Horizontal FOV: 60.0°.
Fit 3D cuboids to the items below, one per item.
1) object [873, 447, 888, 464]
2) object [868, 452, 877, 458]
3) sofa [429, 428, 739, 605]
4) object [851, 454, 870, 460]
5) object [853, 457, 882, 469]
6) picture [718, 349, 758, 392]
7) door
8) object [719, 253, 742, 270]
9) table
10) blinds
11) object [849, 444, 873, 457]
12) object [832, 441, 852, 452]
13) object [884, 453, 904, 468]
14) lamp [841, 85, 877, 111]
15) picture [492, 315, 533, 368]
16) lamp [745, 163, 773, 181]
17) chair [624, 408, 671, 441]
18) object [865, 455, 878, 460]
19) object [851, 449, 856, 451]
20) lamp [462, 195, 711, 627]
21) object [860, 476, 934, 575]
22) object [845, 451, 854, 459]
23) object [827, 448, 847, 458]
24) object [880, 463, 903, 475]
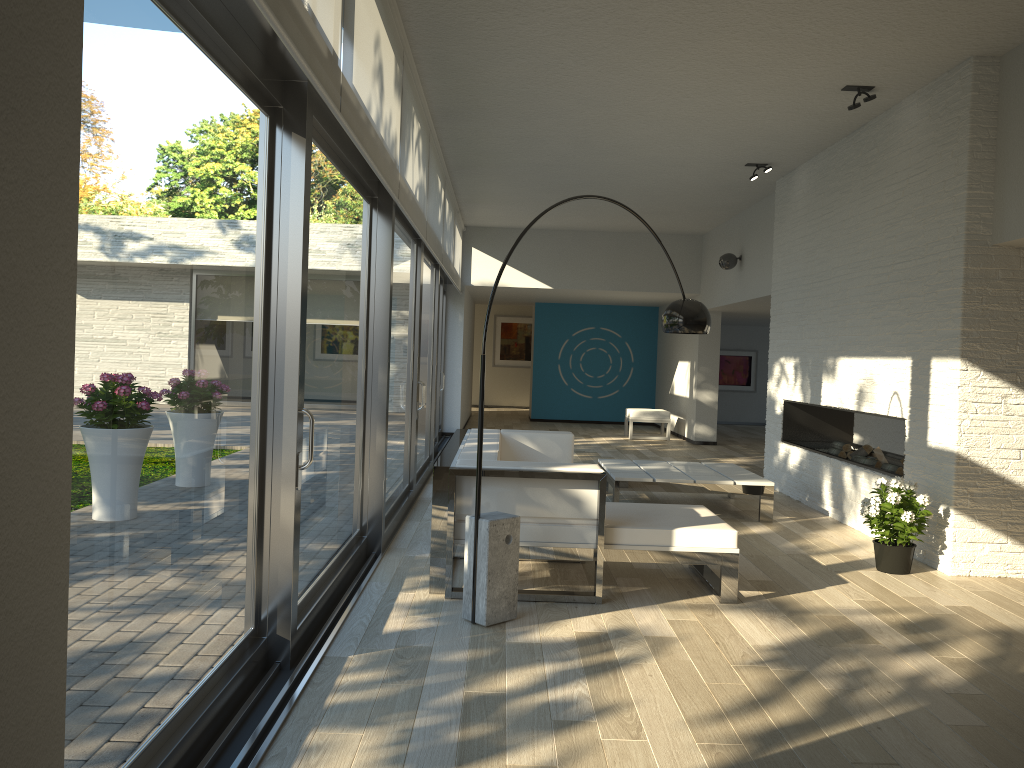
[{"bbox_3d":[2.921,0.583,6.997,0.064,0.165,0.225,2,2,-2],"label":"object"},{"bbox_3d":[2.947,0.582,7.199,0.064,0.060,0.229,2,2,0],"label":"object"},{"bbox_3d":[0.358,0.716,5.549,1.545,0.654,2.405,2,2,-1],"label":"sofa"},{"bbox_3d":[2.831,0.620,7.177,0.075,0.074,0.246,2,2,-2],"label":"object"},{"bbox_3d":[2.796,0.625,6.985,0.075,0.074,0.246,1,2,-22],"label":"object"},{"bbox_3d":[4.354,-0.263,17.451,0.958,0.828,0.017,2,1,-1],"label":"picture"},{"bbox_3d":[0.072,-0.098,8.980,19.440,2.373,22.955,2,2,-1],"label":"door"},{"bbox_3d":[2.662,-1.481,10.728,0.315,0.203,0.201,2,1,-1],"label":"object"},{"bbox_3d":[1.385,0.866,7.382,1.220,0.305,1.220,2,2,-1],"label":"table"},{"bbox_3d":[-0.671,-1.605,7.095,0.056,0.983,11.533,2,2,-1],"label":"blinds"},{"bbox_3d":[2.868,0.570,7.277,0.093,0.170,0.272,2,2,-2],"label":"object"},{"bbox_3d":[2.867,0.541,7.711,0.082,0.073,0.237,2,2,-2],"label":"object"},{"bbox_3d":[2.875,0.574,6.608,0.093,0.088,0.260,2,2,-2],"label":"object"},{"bbox_3d":[2.302,-1.878,5.868,0.234,0.153,0.135,2,1,-1],"label":"lamp"},{"bbox_3d":[0.258,-0.954,20.156,1.378,1.190,0.017,2,1,-1],"label":"picture"},{"bbox_3d":[2.280,-1.954,8.189,0.234,0.153,0.135,2,1,-1],"label":"lamp"},{"bbox_3d":[2.095,0.619,13.748,0.611,0.442,0.610,2,2,-1],"label":"chair"},{"bbox_3d":[2.904,0.623,7.165,0.076,0.076,0.236,2,2,-2],"label":"object"},{"bbox_3d":[2.978,0.608,7.713,0.082,0.073,0.237,2,2,-2],"label":"object"},{"bbox_3d":[0.492,0.060,4.545,0.283,2.023,1.753,3,2,42],"label":"lamp"},{"bbox_3d":[2.293,0.839,5.303,0.405,0.571,0.431,3,1,21],"label":"object"},{"bbox_3d":[2.899,0.606,7.702,0.076,0.076,0.236,2,2,-2],"label":"object"},{"bbox_3d":[2.825,0.603,7.714,0.075,0.074,0.246,2,2,-2],"label":"object"},{"bbox_3d":[2.836,0.639,6.608,0.075,0.074,0.246,2,2,-2],"label":"object"}]
